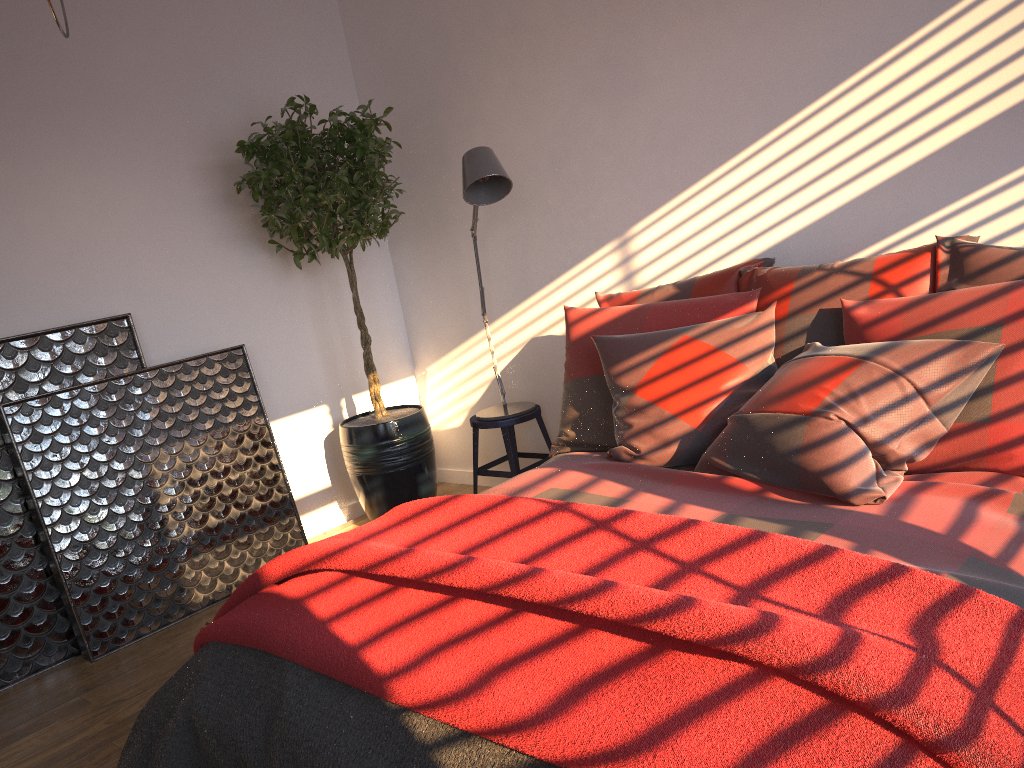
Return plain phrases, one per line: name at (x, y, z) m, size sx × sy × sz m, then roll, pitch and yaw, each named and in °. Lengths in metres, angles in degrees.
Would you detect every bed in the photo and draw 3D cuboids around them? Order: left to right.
bed at (0.513, 0.438, 2.353) m, size 2.036 × 0.778 × 2.289 m, roll -1°, pitch 14°, yaw 43°

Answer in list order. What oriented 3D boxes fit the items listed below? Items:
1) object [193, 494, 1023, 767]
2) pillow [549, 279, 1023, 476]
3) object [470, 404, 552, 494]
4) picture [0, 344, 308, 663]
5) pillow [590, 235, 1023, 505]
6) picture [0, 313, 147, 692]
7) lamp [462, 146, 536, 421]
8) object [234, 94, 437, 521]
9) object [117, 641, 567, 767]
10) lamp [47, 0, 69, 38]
object at (0.065, 0.667, 1.928) m, size 2.644 × 0.667 × 0.676 m, roll -1°, pitch 15°, yaw 44°
pillow at (0.833, -0.025, 2.780) m, size 1.813 × 0.557 × 0.522 m, roll -1°, pitch 15°, yaw 44°
object at (0.012, 0.366, 4.140) m, size 0.338 × 0.486 × 0.338 m, roll 1°, pitch 16°, yaw 43°
picture at (-1.415, 0.446, 3.667) m, size 0.210 × 1.038 × 1.014 m, roll 2°, pitch 16°, yaw 43°
pillow at (0.874, 0.009, 2.708) m, size 2.142 × 0.742 × 1.132 m, roll -1°, pitch 14°, yaw 42°
picture at (-1.874, 0.468, 3.348) m, size 0.172 × 1.266 × 1.236 m, roll 2°, pitch 17°, yaw 43°
lamp at (-0.098, -0.378, 3.721) m, size 0.279 × 1.140 × 0.780 m, roll -12°, pitch 12°, yaw -5°
object at (-0.758, -0.289, 4.139) m, size 0.793 × 2.042 × 0.811 m, roll -21°, pitch 16°, yaw -41°
object at (0.003, 0.731, 1.811) m, size 2.505 × 0.574 × 1.110 m, roll -1°, pitch 14°, yaw 44°
lamp at (-0.913, -1.206, 1.361) m, size 1.100 × 1.091 × 1.234 m, roll 0°, pitch 15°, yaw 43°
